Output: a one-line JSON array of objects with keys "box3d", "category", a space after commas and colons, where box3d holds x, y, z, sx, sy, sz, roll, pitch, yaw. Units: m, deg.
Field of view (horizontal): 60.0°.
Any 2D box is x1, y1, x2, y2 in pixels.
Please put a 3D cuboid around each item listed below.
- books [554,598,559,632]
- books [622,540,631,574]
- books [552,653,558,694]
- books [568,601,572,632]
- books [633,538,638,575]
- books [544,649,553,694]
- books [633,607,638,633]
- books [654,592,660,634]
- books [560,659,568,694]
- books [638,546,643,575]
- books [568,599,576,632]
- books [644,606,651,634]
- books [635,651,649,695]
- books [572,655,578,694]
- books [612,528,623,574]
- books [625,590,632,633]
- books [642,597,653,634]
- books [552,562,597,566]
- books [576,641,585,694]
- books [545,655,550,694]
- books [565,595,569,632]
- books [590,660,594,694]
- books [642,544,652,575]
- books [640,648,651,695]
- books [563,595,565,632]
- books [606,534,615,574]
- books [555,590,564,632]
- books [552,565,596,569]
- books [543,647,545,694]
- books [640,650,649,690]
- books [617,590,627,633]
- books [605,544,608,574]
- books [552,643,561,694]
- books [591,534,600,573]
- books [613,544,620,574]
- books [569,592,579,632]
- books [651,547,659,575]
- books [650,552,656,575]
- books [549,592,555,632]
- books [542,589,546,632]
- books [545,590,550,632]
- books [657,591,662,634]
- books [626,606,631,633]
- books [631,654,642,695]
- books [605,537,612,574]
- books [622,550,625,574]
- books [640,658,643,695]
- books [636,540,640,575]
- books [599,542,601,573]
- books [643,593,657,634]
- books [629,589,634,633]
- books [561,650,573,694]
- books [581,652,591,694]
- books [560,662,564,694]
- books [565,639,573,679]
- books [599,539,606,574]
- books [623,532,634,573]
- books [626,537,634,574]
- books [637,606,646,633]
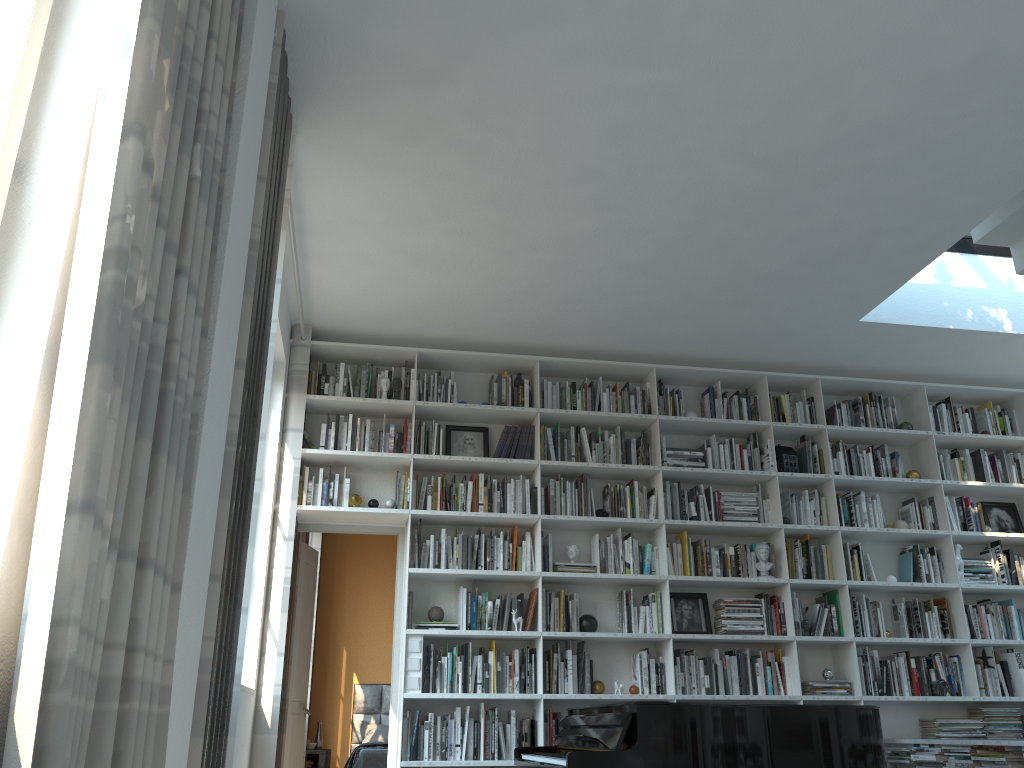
[{"box3d": [0.275, 1.510, 5.741, 0.025, 0.227, 0.153, 3, -21, -9], "category": "books"}, {"box3d": [0.754, 1.186, 5.945, 0.028, 0.246, 0.170, 3, -21, -9], "category": "books"}, {"box3d": [0.255, 1.838, 5.606, 0.042, 0.247, 0.163, 3, -21, -9], "category": "books"}, {"box3d": [0.361, 1.523, 5.748, 0.011, 0.207, 0.181, 3, -21, -9], "category": "books"}, {"box3d": [0.802, 1.183, 5.955, 0.023, 0.258, 0.171, 3, -21, -9], "category": "books"}, {"box3d": [0.230, 1.822, 5.599, 0.012, 0.271, 0.182, 3, -21, -9], "category": "books"}, {"box3d": [0.789, 1.567, 5.826, 0.030, 0.182, 0.155, 3, -21, -9], "category": "books"}, {"box3d": [0.931, 1.522, 5.844, 0.011, 0.278, 0.188, 3, -21, -9], "category": "books"}, {"box3d": [0.324, 1.857, 5.611, 0.021, 0.214, 0.172, 3, -21, -9], "category": "books"}, {"box3d": [0.845, 1.212, 5.974, 0.026, 0.218, 0.150, 3, -21, -9], "category": "books"}, {"box3d": [0.380, 1.519, 5.749, 0.028, 0.215, 0.176, 3, -21, -9], "category": "books"}, {"box3d": [0.873, 1.566, 5.831, 0.024, 0.187, 0.173, 3, -21, -9], "category": "books"}, {"box3d": [0.835, 1.864, 5.704, 0.027, 0.268, 0.159, 3, -21, -9], "category": "books"}, {"box3d": [0.385, 1.854, 5.639, 0.029, 0.240, 0.136, 3, -21, -9], "category": "books"}, {"box3d": [0.710, 1.147, 5.957, 0.010, 0.328, 0.174, 3, -21, -9], "category": "books"}, {"box3d": [0.757, 1.513, 5.837, 0.011, 0.290, 0.156, 3, -21, -9], "category": "books"}, {"box3d": [0.892, 1.537, 5.834, 0.012, 0.243, 0.171, 3, -21, -9], "category": "books"}, {"box3d": [0.401, 1.208, 5.878, 0.285, 0.012, 0.160, 5, -22, -13], "category": "books"}, {"box3d": [0.426, 1.810, 5.646, 0.050, 0.327, 0.167, 3, -21, -9], "category": "books"}, {"box3d": [0.208, 1.839, 5.597, 0.030, 0.238, 0.157, 3, -21, -9], "category": "books"}, {"box3d": [0.338, 1.511, 5.770, 0.028, 0.246, 0.143, 3, -21, -9], "category": "books"}, {"box3d": [0.486, 1.873, 5.647, 0.023, 0.211, 0.160, 3, -21, -9], "category": "books"}, {"box3d": [0.891, 1.203, 5.961, 0.060, 0.226, 0.179, 3, -21, -9], "category": "books"}, {"box3d": [0.863, 1.860, 5.722, 0.014, 0.289, 0.132, 3, -21, -9], "category": "books"}, {"box3d": [0.321, 1.505, 5.751, 0.014, 0.243, 0.153, 3, -21, -9], "category": "books"}, {"box3d": [0.653, 1.160, 5.932, 0.012, 0.285, 0.168, 3, -21, -9], "category": "books"}, {"box3d": [0.304, 1.482, 5.734, 0.026, 0.273, 0.191, 3, -21, -9], "category": "books"}, {"box3d": [0.400, 1.221, 5.878, 0.285, 0.012, 0.160, 3, -22, -7], "category": "books"}, {"box3d": [0.186, 1.818, 5.604, 0.013, 0.282, 0.147, 3, -21, -9], "category": "books"}, {"box3d": [0.851, 1.867, 5.721, 0.010, 0.276, 0.156, 3, -21, -9], "category": "books"}, {"box3d": [0.722, 1.511, 5.824, 0.012, 0.284, 0.160, 3, -21, -9], "category": "books"}, {"box3d": [0.609, 1.195, 5.940, 0.024, 0.226, 0.138, 3, -21, -9], "category": "books"}, {"box3d": [0.282, 1.809, 5.621, 0.014, 0.312, 0.167, 3, -21, -9], "category": "books"}, {"box3d": [0.556, 1.156, 5.920, 0.012, 0.284, 0.160, 3, -21, -9], "category": "books"}, {"box3d": [0.680, 1.197, 5.941, 0.048, 0.224, 0.150, 3, -21, -9], "category": "books"}, {"box3d": [0.405, 1.503, 5.776, 0.028, 0.265, 0.145, 3, -21, -9], "category": "books"}, {"box3d": [0.957, 1.219, 5.989, 0.026, 0.216, 0.127, 3, -21, -9], "category": "books"}, {"box3d": [0.931, 1.233, 5.976, 0.027, 0.180, 0.142, 3, -21, -9], "category": "books"}, {"box3d": [0.245, 1.490, 5.739, 0.036, 0.262, 0.167, 3, -21, -9], "category": "books"}, {"box3d": [0.190, 1.478, 5.736, 0.025, 0.283, 0.146, 3, -21, -9], "category": "books"}, {"box3d": [0.214, 1.486, 5.743, 0.026, 0.274, 0.155, 3, -21, -9], "category": "books"}, {"box3d": [0.946, 1.523, 5.849, 0.021, 0.280, 0.162, 3, -21, -9], "category": "books"}, {"box3d": [0.741, 1.557, 5.805, 0.025, 0.185, 0.154, 3, -21, -9], "category": "books"}, {"box3d": [0.799, 1.873, 5.705, 0.012, 0.253, 0.161, 3, -21, -9], "category": "books"}, {"box3d": [0.634, 1.172, 5.937, 0.022, 0.266, 0.152, 3, -21, -9], "category": "books"}, {"box3d": [0.725, 1.218, 5.948, 0.025, 0.188, 0.140, 3, -21, -9], "category": "books"}, {"box3d": [0.811, 1.890, 5.710, 0.015, 0.224, 0.148, 3, -21, -9], "category": "books"}, {"box3d": [0.821, 1.194, 5.976, 0.022, 0.255, 0.152, 3, -21, -9], "category": "books"}, {"box3d": [0.565, 1.186, 5.924, 0.010, 0.231, 0.155, 3, -21, -9], "category": "books"}, {"box3d": [0.911, 1.529, 5.848, 0.027, 0.268, 0.179, 3, -21, -9], "category": "books"}, {"box3d": [0.769, 1.510, 5.837, 0.012, 0.297, 0.166, 3, -21, -9], "category": "books"}, {"box3d": [0.348, 1.832, 5.621, 0.027, 0.268, 0.186, 3, -21, -9], "category": "books"}, {"box3d": [0.464, 1.843, 5.638, 0.027, 0.260, 0.164, 3, -21, -9], "category": "books"}, {"box3d": [0.300, 1.866, 5.608, 0.024, 0.195, 0.157, 3, -21, -9], "category": "books"}, {"box3d": [0.363, 1.810, 5.660, 0.013, 0.337, 0.138, 3, -21, -9], "category": "books"}, {"box3d": [0.588, 1.174, 5.913, 0.030, 0.246, 0.175, 3, -21, -9], "category": "books"}, {"box3d": [0.786, 1.163, 5.958, 0.011, 0.299, 0.179, 3, -21, -9], "category": "books"}, {"box3d": [0.776, 1.175, 5.942, 0.012, 0.264, 0.193, 3, -21, -9], "category": "books"}, {"box3d": [0.834, 1.562, 5.820, 0.057, 0.188, 0.156, 3, -21, -9], "category": "books"}]
